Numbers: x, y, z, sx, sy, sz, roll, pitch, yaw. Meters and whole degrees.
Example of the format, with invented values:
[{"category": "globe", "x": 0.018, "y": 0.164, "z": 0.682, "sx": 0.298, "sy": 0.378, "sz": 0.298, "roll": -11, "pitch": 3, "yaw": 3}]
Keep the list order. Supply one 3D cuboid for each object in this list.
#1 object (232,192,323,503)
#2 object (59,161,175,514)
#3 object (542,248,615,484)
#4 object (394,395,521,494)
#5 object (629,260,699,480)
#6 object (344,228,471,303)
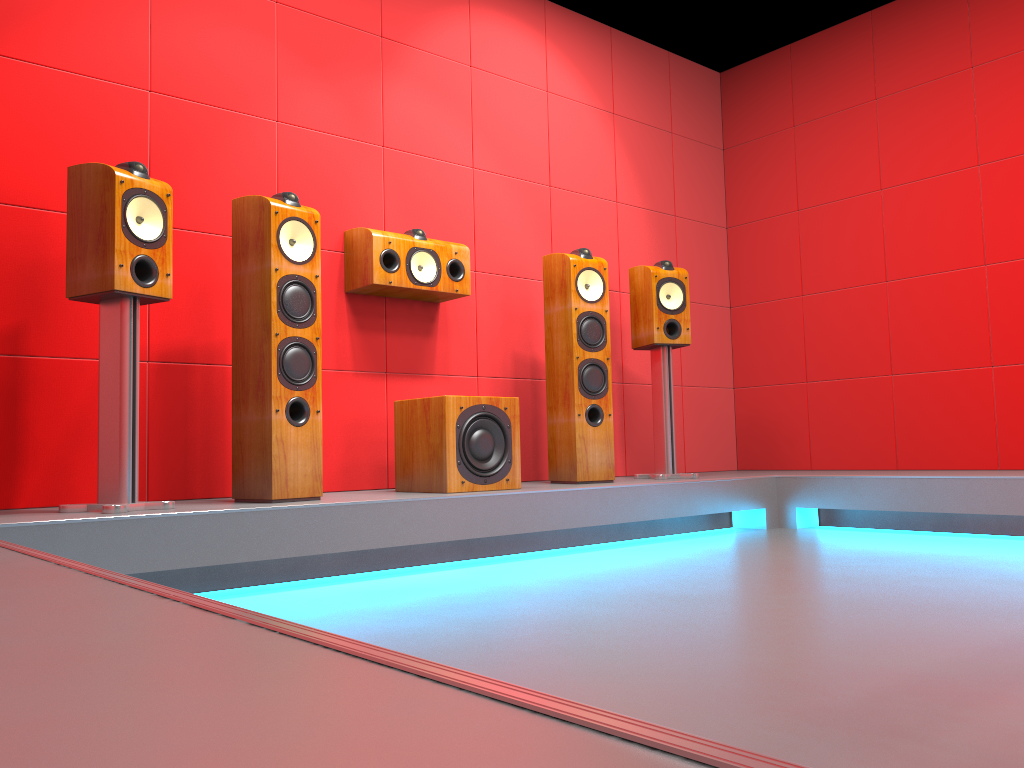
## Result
[{"category": "object", "x": -0.803, "y": -0.129, "z": 3.035, "sx": 0.238, "sy": 1.052, "sz": 0.203, "roll": -5, "pitch": -6, "yaw": 39}, {"category": "object", "x": -1.196, "y": -0.147, "z": 2.701, "sx": 0.265, "sy": 1.058, "sz": 0.231, "roll": -4, "pitch": -5, "yaw": 29}, {"category": "object", "x": 0.300, "y": -0.082, "z": 3.999, "sx": 0.203, "sy": 1.052, "sz": 0.238, "roll": 1, "pitch": -5, "yaw": -30}, {"category": "object", "x": -0.213, "y": 0.239, "z": 3.497, "sx": 0.360, "sy": 0.360, "sz": 0.360, "roll": 2, "pitch": -6, "yaw": -40}, {"category": "object", "x": 0.733, "y": -0.070, "z": 4.337, "sx": 0.231, "sy": 1.058, "sz": 0.265, "roll": 0, "pitch": -5, "yaw": -20}, {"category": "object", "x": -0.442, "y": -0.520, "z": 3.804, "sx": 0.493, "sy": 0.271, "sz": 0.235, "roll": 2, "pitch": -6, "yaw": -40}]
